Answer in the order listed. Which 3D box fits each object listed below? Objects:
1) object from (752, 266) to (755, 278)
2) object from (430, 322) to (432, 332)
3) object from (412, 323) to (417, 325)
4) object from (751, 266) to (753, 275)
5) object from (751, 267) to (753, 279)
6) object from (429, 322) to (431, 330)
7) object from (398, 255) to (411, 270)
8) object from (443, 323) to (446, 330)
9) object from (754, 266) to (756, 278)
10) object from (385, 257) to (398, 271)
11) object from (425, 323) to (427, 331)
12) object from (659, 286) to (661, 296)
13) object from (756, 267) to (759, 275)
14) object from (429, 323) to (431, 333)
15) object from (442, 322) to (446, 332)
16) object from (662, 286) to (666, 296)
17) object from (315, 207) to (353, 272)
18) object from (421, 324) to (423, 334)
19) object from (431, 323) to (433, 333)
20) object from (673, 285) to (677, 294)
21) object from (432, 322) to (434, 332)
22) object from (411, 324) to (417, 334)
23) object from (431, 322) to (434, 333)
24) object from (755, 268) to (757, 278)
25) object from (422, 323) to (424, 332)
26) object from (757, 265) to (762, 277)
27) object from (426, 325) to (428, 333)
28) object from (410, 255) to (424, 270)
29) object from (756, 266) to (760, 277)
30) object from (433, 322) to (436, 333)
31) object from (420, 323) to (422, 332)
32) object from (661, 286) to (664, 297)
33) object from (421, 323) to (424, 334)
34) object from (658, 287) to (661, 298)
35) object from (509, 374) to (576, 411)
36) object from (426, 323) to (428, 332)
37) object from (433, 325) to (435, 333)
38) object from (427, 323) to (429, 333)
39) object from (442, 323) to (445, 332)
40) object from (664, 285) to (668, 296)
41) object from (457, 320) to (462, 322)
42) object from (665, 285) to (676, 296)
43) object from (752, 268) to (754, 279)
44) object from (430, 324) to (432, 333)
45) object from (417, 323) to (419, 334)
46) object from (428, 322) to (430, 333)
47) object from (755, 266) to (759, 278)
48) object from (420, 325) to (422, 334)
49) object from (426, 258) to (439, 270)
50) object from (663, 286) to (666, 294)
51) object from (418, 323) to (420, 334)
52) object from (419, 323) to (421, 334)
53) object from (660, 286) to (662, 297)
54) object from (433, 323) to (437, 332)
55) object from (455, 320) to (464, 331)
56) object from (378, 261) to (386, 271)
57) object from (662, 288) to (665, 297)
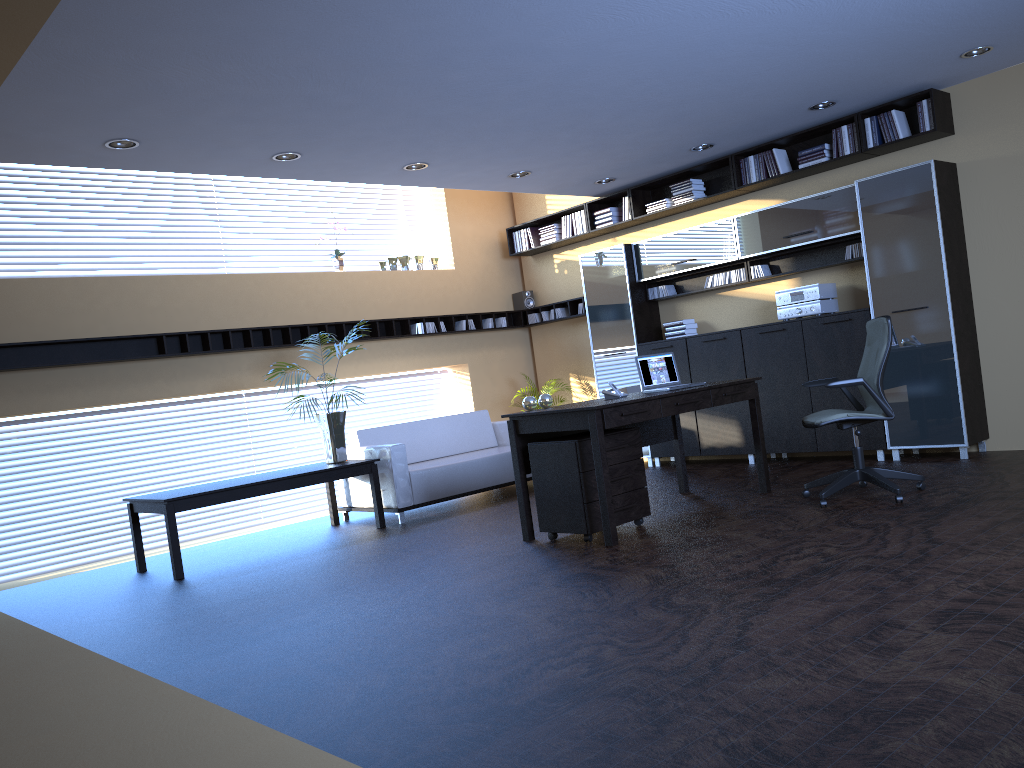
[{"bbox_3d":[2.395,-1.091,8.647,0.142,0.120,0.009,-9,2,-42],"label":"object"},{"bbox_3d":[-0.968,-0.636,10.150,0.006,0.118,0.140,-9,2,-42],"label":"object"},{"bbox_3d":[-1.120,-0.614,10.019,0.041,0.122,0.142,-9,2,-43],"label":"object"},{"bbox_3d":[2.384,-1.089,8.664,0.142,0.120,0.009,-9,2,-42],"label":"object"},{"bbox_3d":[2.381,-1.089,8.661,0.140,0.118,0.006,-9,2,-42],"label":"object"},{"bbox_3d":[-0.977,-0.635,10.145,0.009,0.120,0.142,-9,2,-42],"label":"object"},{"bbox_3d":[-1.238,-1.384,10.241,0.137,0.174,0.144,-8,1,8],"label":"object"},{"bbox_3d":[-0.826,-0.655,10.282,0.036,0.116,0.140,-9,2,-42],"label":"object"},{"bbox_3d":[2.405,-1.092,8.642,0.142,0.120,0.009,-9,2,-42],"label":"object"},{"bbox_3d":[-1.367,-1.359,10.119,0.132,0.160,0.126,-8,1,-22],"label":"object"},{"bbox_3d":[-1.024,-0.628,10.105,0.009,0.120,0.142,-9,2,-42],"label":"object"},{"bbox_3d":[1.631,-0.989,9.501,0.140,0.118,0.006,-9,2,-42],"label":"object"},{"bbox_3d":[2.427,-1.095,8.620,0.140,0.118,0.026,-9,2,-42],"label":"object"},{"bbox_3d":[-0.982,-0.634,10.134,0.009,0.120,0.142,-9,2,-42],"label":"object"},{"bbox_3d":[-0.827,-0.655,10.282,0.040,0.118,0.142,-9,2,-42],"label":"object"},{"bbox_3d":[1.666,-0.993,9.464,0.142,0.120,0.030,-9,2,-42],"label":"object"},{"bbox_3d":[-1.897,-1.556,9.666,0.352,0.696,0.436,-7,1,27],"label":"object"},{"bbox_3d":[-1.068,-0.622,10.071,0.009,0.120,0.142,-9,2,-43],"label":"object"},{"bbox_3d":[-0.962,-0.637,10.158,0.009,0.120,0.142,-9,2,-42],"label":"object"},{"bbox_3d":[1.695,-0.996,9.441,0.140,0.116,0.036,-9,2,-42],"label":"object"},{"bbox_3d":[-0.949,-0.639,10.174,0.009,0.120,0.142,-9,2,-42],"label":"object"},{"bbox_3d":[-1.119,-0.614,10.016,0.040,0.118,0.142,-9,2,-42],"label":"object"},{"bbox_3d":[-0.953,-0.638,10.163,0.009,0.120,0.142,-9,2,-42],"label":"object"},{"bbox_3d":[2.411,-1.093,8.634,0.140,0.118,0.006,-9,2,-42],"label":"object"},{"bbox_3d":[-1.050,-0.625,10.081,0.006,0.118,0.140,-9,2,-42],"label":"object"},{"bbox_3d":[2.439,-1.096,8.604,0.142,0.120,0.030,-9,2,-42],"label":"object"},{"bbox_3d":[-1.016,-0.630,10.111,0.009,0.120,0.142,-9,2,-42],"label":"object"},{"bbox_3d":[-1.105,-1.403,10.359,0.137,0.174,0.144,-7,1,38],"label":"object"},{"bbox_3d":[2.432,-1.095,8.611,0.142,0.120,0.030,-9,2,-42],"label":"object"},{"bbox_3d":[-0.925,-0.641,10.198,0.041,0.122,0.142,-9,2,-42],"label":"object"},{"bbox_3d":[-1.071,-0.622,10.059,0.006,0.118,0.140,-9,2,-42],"label":"object"},{"bbox_3d":[1.647,-0.991,9.489,0.142,0.120,0.009,-9,2,-42],"label":"object"},{"bbox_3d":[-1.058,-0.624,10.075,0.009,0.120,0.142,-9,2,-42],"label":"object"},{"bbox_3d":[1.625,-0.988,9.509,0.142,0.120,0.009,-9,2,-42],"label":"object"},{"bbox_3d":[0.406,0.418,10.568,0.840,1.241,0.689,-8,1,-9],"label":"object"},{"bbox_3d":[-1.011,-0.630,10.121,0.006,0.118,0.140,-9,2,-42],"label":"object"},{"bbox_3d":[-0.942,-0.640,10.181,0.006,0.118,0.140,-9,2,-42],"label":"object"},{"bbox_3d":[-1.001,-0.632,10.126,0.006,0.118,0.140,-9,2,-42],"label":"object"},{"bbox_3d":[-0.839,-0.654,10.274,0.026,0.118,0.140,-9,2,-43],"label":"object"},{"bbox_3d":[1.678,-0.995,9.447,0.142,0.120,0.030,-9,2,-42],"label":"object"},{"bbox_3d":[-0.625,-0.683,10.468,0.041,0.122,0.142,-9,2,-42],"label":"object"},{"bbox_3d":[1.690,-0.996,9.438,0.142,0.118,0.040,-9,2,-42],"label":"object"},{"bbox_3d":[2.390,-1.090,8.655,0.140,0.118,0.006,-9,2,-42],"label":"object"},{"bbox_3d":[-0.969,-0.636,10.151,0.009,0.120,0.142,-9,2,-42],"label":"object"},{"bbox_3d":[-1.100,-0.618,10.031,0.009,0.120,0.142,-9,2,-42],"label":"object"},{"bbox_3d":[-0.990,-0.633,10.129,0.009,0.120,0.142,-9,2,-42],"label":"object"},{"bbox_3d":[2.412,-1.093,8.635,0.142,0.120,0.009,-9,2,-42],"label":"object"},{"bbox_3d":[-1.078,-0.621,10.052,0.009,0.120,0.142,-9,2,-42],"label":"object"},{"bbox_3d":[-0.936,-1.414,10.512,0.124,0.149,0.118,-9,1,-42],"label":"object"},{"bbox_3d":[1.676,-0.995,9.459,0.142,0.120,0.030,-9,2,-42],"label":"object"},{"bbox_3d":[-1.092,-0.619,10.037,0.009,0.120,0.142,-9,2,-42],"label":"object"},{"bbox_3d":[-1.085,-0.620,10.045,0.009,0.120,0.142,-9,2,-42],"label":"object"},{"bbox_3d":[1.638,-0.990,9.494,0.142,0.120,0.009,-9,2,-42],"label":"object"},{"bbox_3d":[-0.923,-0.641,10.196,0.040,0.118,0.142,-9,2,-42],"label":"object"},{"bbox_3d":[-0.624,-0.683,10.466,0.040,0.118,0.142,-9,2,-42],"label":"object"},{"bbox_3d":[-1.460,-1.323,10.032,0.089,0.114,0.094,-8,1,-7],"label":"object"},{"bbox_3d":[1.659,-0.993,9.471,0.140,0.118,0.026,-9,2,-42],"label":"object"}]
